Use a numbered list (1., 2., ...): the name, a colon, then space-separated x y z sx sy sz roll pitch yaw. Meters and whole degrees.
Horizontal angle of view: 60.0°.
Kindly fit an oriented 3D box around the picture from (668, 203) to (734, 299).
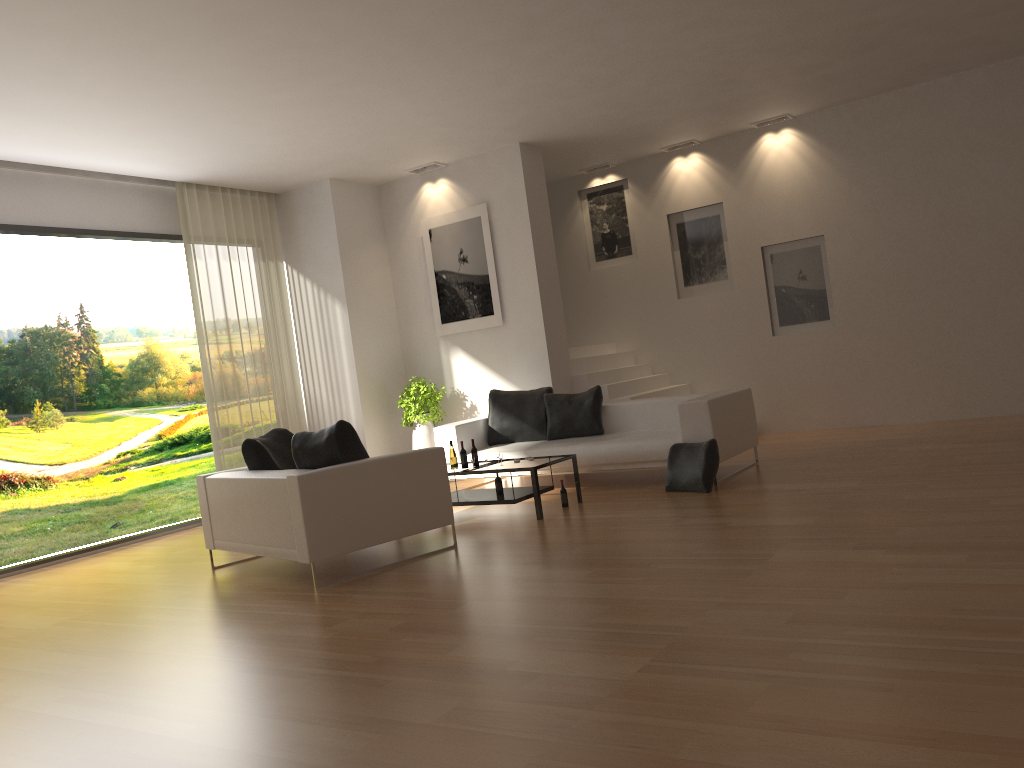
1. picture: 2.438 -1.703 11.418 0.802 1.155 0.005 -7 1 33

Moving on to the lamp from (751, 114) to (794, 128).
1. lamp: 3.098 -3.213 10.599 0.446 0.166 0.243 -7 1 33

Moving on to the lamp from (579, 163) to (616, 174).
1. lamp: 1.135 -2.964 11.893 0.446 0.166 0.243 -7 1 33

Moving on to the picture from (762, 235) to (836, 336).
1. picture: 3.495 -1.182 10.790 0.802 1.155 0.005 -7 1 33

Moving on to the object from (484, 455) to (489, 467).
1. object: -0.223 0.667 7.690 0.039 0.101 0.039 -8 1 -9

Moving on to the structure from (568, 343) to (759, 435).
1. structure: 0.593 0.265 11.641 4.625 1.403 1.839 -7 1 33

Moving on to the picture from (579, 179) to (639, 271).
1. picture: 1.323 -2.163 12.091 0.802 1.155 0.005 -7 1 33

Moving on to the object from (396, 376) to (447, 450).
1. object: -1.034 0.552 10.614 0.631 1.324 0.570 -9 1 -42

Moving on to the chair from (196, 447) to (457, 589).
1. chair: -1.408 0.946 6.722 1.262 0.761 1.671 -9 1 -42

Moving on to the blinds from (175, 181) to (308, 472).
1. blinds: -3.085 -0.476 10.340 0.143 3.861 1.409 -7 1 30

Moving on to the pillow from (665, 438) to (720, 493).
1. pillow: 1.563 0.711 7.606 0.340 0.457 0.503 -9 1 -38

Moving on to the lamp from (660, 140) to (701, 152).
1. lamp: 2.124 -3.089 11.241 0.446 0.166 0.243 -7 1 33

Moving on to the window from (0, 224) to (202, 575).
1. window: -4.311 0.049 8.770 0.152 3.189 5.198 -7 1 33

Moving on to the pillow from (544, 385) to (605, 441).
1. pillow: 0.651 0.308 9.242 0.628 0.524 0.270 -8 1 17

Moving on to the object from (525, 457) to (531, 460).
1. object: 0.142 0.648 7.744 0.052 0.021 0.052 -8 1 11

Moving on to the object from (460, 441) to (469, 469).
1. object: -0.428 0.625 7.821 0.059 0.244 0.059 -7 1 33

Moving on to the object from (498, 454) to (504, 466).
1. object: -0.093 0.650 7.610 0.039 0.101 0.039 -8 1 -9

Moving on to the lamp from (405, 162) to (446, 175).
1. lamp: -1.042 -2.644 10.570 0.446 0.166 0.243 -7 1 33

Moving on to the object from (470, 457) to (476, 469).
1. object: -0.337 0.683 7.660 0.039 0.101 0.039 -8 1 -15

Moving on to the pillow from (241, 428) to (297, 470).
1. pillow: -1.853 0.654 7.083 0.291 0.598 0.660 -7 1 22

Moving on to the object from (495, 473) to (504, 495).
1. object: -0.117 0.860 7.710 0.065 0.217 0.065 -8 1 15

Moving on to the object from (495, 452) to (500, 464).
1. object: -0.124 0.651 7.838 0.039 0.101 0.039 -8 1 -9

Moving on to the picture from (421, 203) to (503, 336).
1. picture: -0.609 -1.339 10.546 0.979 1.431 0.004 -7 1 33

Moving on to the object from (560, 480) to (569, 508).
1. object: 0.443 0.943 7.606 0.059 0.244 0.059 -8 1 10

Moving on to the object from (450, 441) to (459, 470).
1. object: -0.525 0.631 7.877 0.067 0.257 0.068 -9 1 -39

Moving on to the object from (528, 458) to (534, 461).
1. object: 0.166 0.647 7.604 0.052 0.021 0.052 -8 1 11

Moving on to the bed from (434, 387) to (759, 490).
1. bed: 0.784 0.610 8.989 3.075 0.761 1.262 -7 1 33

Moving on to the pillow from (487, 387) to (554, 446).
1. pillow: 0.097 0.354 9.579 0.755 0.666 0.346 -8 1 19

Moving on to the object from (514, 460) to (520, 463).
1. object: 0.043 0.664 7.591 0.052 0.021 0.052 -8 1 -34

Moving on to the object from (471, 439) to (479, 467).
1. object: -0.334 0.611 7.869 0.057 0.248 0.057 -9 1 -39

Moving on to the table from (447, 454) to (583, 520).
1. table: -0.251 0.951 7.854 1.566 0.460 0.709 -7 1 33

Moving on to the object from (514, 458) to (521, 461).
1. object: 0.048 0.661 7.738 0.052 0.021 0.052 -8 1 11

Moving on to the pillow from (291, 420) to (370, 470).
1. pillow: -1.244 0.590 6.268 0.506 0.666 0.324 -7 1 23
